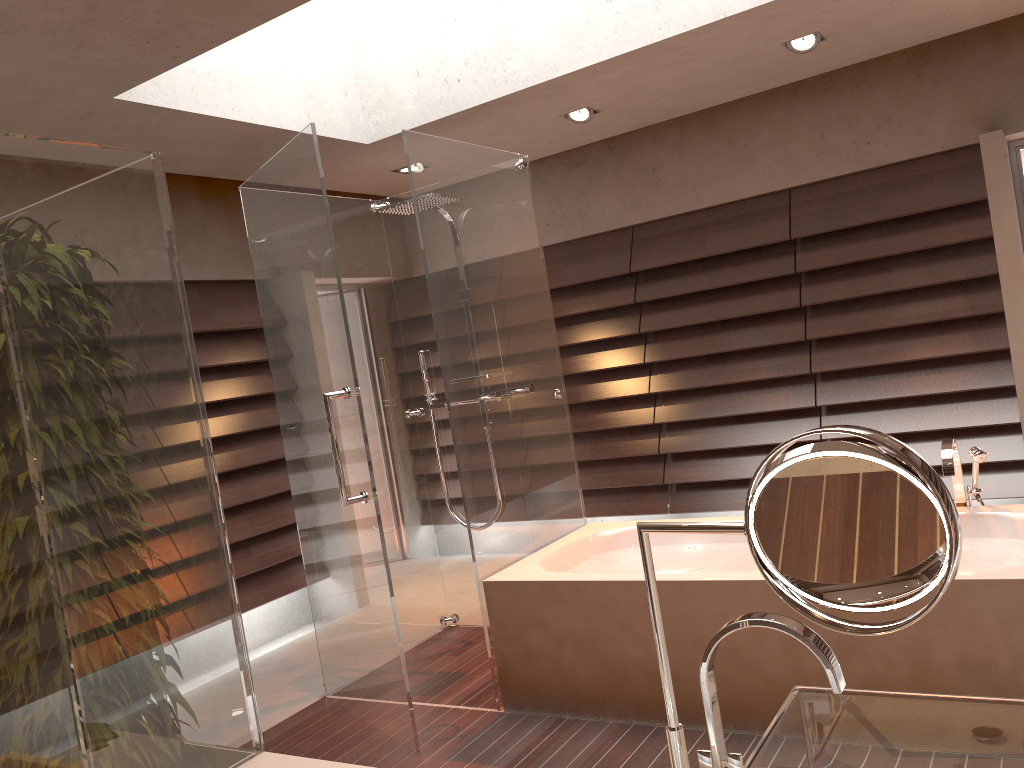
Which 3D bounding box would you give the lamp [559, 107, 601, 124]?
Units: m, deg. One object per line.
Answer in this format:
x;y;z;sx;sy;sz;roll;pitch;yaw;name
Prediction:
0.351;-1.419;4.610;0.165;0.110;0.170;-8;2;32;lamp

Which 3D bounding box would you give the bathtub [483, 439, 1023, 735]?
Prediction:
1.006;0.678;3.203;2.000;0.761;0.994;-8;2;32;bathtub

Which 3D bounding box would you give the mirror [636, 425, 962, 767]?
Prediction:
0.275;0.336;0.828;0.316;0.589;0.074;-8;2;35;mirror

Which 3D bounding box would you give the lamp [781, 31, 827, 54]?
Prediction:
1.313;-1.558;3.997;0.165;0.110;0.170;-8;2;32;lamp

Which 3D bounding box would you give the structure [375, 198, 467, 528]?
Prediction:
-0.304;-0.048;4.147;0.575;1.578;0.385;-8;2;32;structure

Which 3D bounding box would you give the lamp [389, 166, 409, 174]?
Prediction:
-0.611;-1.285;5.220;0.165;0.051;0.170;-8;2;32;lamp

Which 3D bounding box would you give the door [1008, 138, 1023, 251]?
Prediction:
3.192;-0.342;4.426;1.007;2.000;0.090;-8;2;32;door

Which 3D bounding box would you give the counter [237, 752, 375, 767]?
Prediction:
-0.515;1.010;1.610;2.931;0.686;0.350;-8;2;32;counter

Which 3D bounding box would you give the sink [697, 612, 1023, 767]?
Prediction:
0.431;0.424;0.951;0.486;0.357;0.340;-8;2;32;sink
